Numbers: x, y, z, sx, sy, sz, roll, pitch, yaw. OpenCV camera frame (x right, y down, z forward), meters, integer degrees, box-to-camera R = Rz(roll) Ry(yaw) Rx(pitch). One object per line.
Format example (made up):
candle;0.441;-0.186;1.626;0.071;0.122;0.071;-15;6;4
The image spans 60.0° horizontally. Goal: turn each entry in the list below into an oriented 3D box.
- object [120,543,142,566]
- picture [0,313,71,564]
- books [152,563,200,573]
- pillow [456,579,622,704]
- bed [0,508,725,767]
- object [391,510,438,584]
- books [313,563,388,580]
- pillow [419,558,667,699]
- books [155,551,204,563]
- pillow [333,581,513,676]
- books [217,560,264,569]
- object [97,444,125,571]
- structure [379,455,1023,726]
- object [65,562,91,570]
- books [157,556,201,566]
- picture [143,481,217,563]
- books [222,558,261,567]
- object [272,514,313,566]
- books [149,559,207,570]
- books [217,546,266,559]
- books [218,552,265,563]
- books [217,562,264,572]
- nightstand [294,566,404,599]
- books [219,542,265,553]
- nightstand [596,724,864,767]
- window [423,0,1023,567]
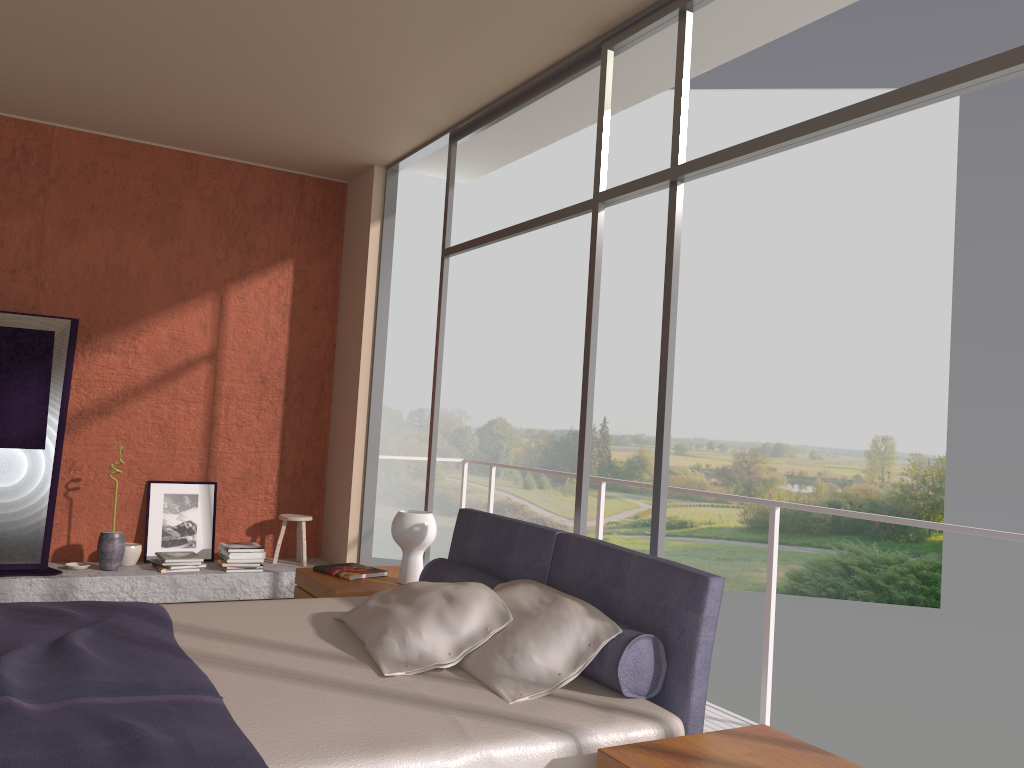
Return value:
object;-2.561;1.136;5.893;0.179;0.137;0.180;4;-3;-17
picture;-3.276;0.300;5.202;1.129;1.496;0.126;5;-3;-29
books;-2.225;1.211;5.872;0.247;0.025;0.287;5;-3;-33
pillow;-0.001;0.817;2.911;0.400;0.265;0.791;5;-3;-27
bed;-0.875;0.941;2.743;2.462;0.959;2.017;5;-3;-29
object;-0.473;0.784;4.260;0.224;0.338;0.224;4;-3;-18
books;-0.802;0.931;4.410;0.287;0.025;0.247;1;-4;41
pillow;0.038;0.845;3.246;0.205;0.201;1.470;5;-3;-29
books;-2.207;1.146;5.881;0.247;0.018;0.328;5;-3;-32
pillow;-0.338;0.816;3.131;0.431;0.264;0.869;5;-3;-22
books;-1.855;1.230;6.056;0.247;0.018;0.287;5;-3;-30
object;-2.556;0.789;5.706;0.165;0.810;0.165;4;-3;-6
structure;1.200;0.990;3.173;0.728;1.005;7.689;5;-3;-29
object;-2.765;1.167;5.646;0.152;0.040;0.152;3;-3;6
books;-2.205;1.167;5.876;0.247;0.025;0.287;5;-3;-27
picture;-2.298;0.955;6.163;0.458;0.550;0.117;5;-3;-29
books;-1.844;1.208;6.034;0.247;0.025;0.287;5;-3;-19
object;-1.554;1.122;6.381;0.260;0.349;0.257;2;-3;30
books;-2.216;1.189;5.887;0.247;0.018;0.328;6;-4;-45
books;-1.847;1.149;6.055;0.247;0.038;0.319;5;-3;-32
books;-1.849;1.181;6.053;0.247;0.027;0.328;5;-3;-28
books;-1.853;1.248;6.050;0.247;0.018;0.328;5;-3;-28
nightstand;-0.711;1.224;4.329;0.562;0.556;0.628;5;-3;-29
books;-1.848;1.117;6.062;0.247;0.025;0.287;5;-3;-30
nightstand;0.590;1.190;2.031;0.562;0.556;0.628;5;-3;-29
window;1.009;-0.025;2.856;0.075;3.133;6.106;5;-3;-29
